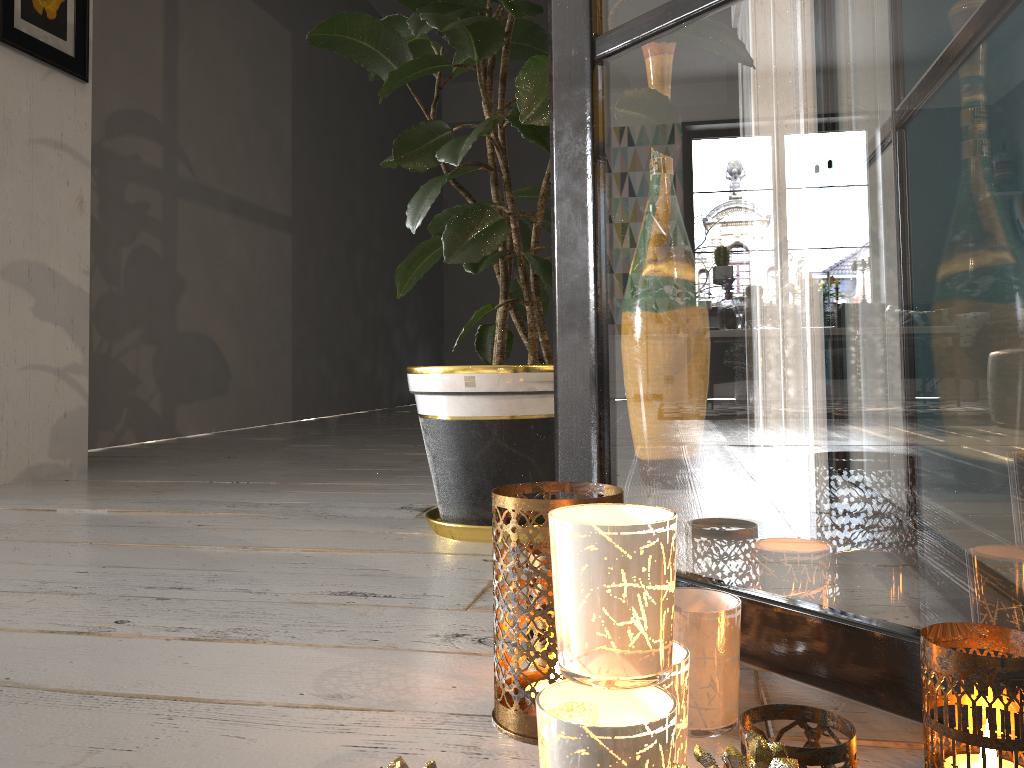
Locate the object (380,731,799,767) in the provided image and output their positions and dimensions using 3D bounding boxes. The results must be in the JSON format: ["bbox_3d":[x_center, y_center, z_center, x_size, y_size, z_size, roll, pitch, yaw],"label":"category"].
[{"bbox_3d":[0.237,0.229,0.395,0.717,0.118,0.192,-1,0,0],"label":"object"}]

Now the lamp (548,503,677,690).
[{"bbox_3d":[0.064,0.131,0.556,0.080,0.099,0.080,0,-2,-38],"label":"lamp"}]

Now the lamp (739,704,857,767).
[{"bbox_3d":[0.167,0.239,0.514,0.069,0.080,0.069,-1,-1,19],"label":"lamp"}]

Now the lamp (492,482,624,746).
[{"bbox_3d":[0.039,0.182,0.733,0.115,0.187,0.114,-1,-2,10],"label":"lamp"}]

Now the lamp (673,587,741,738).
[{"bbox_3d":[0.147,0.225,0.722,0.080,0.099,0.080,0,-2,-38],"label":"lamp"}]

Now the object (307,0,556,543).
[{"bbox_3d":[-0.195,-0.605,0.057,1.011,1.798,3.891,-1,0,11],"label":"object"}]

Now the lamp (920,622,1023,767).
[{"bbox_3d":[0.313,0.222,0.582,0.081,0.107,0.080,-1,-2,11],"label":"lamp"}]

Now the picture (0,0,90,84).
[{"bbox_3d":[-0.394,-1.302,2.362,1.944,0.755,0.358,-1,-2,11],"label":"picture"}]

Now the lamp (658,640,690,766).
[{"bbox_3d":[0.079,0.229,0.593,0.080,0.099,0.080,0,-2,-38],"label":"lamp"}]

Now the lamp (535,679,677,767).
[{"bbox_3d":[0.055,0.230,0.505,0.080,0.099,0.080,0,-2,-38],"label":"lamp"}]

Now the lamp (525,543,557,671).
[{"bbox_3d":[0.055,0.220,0.881,0.084,0.111,0.084,0,-2,-13],"label":"lamp"}]
